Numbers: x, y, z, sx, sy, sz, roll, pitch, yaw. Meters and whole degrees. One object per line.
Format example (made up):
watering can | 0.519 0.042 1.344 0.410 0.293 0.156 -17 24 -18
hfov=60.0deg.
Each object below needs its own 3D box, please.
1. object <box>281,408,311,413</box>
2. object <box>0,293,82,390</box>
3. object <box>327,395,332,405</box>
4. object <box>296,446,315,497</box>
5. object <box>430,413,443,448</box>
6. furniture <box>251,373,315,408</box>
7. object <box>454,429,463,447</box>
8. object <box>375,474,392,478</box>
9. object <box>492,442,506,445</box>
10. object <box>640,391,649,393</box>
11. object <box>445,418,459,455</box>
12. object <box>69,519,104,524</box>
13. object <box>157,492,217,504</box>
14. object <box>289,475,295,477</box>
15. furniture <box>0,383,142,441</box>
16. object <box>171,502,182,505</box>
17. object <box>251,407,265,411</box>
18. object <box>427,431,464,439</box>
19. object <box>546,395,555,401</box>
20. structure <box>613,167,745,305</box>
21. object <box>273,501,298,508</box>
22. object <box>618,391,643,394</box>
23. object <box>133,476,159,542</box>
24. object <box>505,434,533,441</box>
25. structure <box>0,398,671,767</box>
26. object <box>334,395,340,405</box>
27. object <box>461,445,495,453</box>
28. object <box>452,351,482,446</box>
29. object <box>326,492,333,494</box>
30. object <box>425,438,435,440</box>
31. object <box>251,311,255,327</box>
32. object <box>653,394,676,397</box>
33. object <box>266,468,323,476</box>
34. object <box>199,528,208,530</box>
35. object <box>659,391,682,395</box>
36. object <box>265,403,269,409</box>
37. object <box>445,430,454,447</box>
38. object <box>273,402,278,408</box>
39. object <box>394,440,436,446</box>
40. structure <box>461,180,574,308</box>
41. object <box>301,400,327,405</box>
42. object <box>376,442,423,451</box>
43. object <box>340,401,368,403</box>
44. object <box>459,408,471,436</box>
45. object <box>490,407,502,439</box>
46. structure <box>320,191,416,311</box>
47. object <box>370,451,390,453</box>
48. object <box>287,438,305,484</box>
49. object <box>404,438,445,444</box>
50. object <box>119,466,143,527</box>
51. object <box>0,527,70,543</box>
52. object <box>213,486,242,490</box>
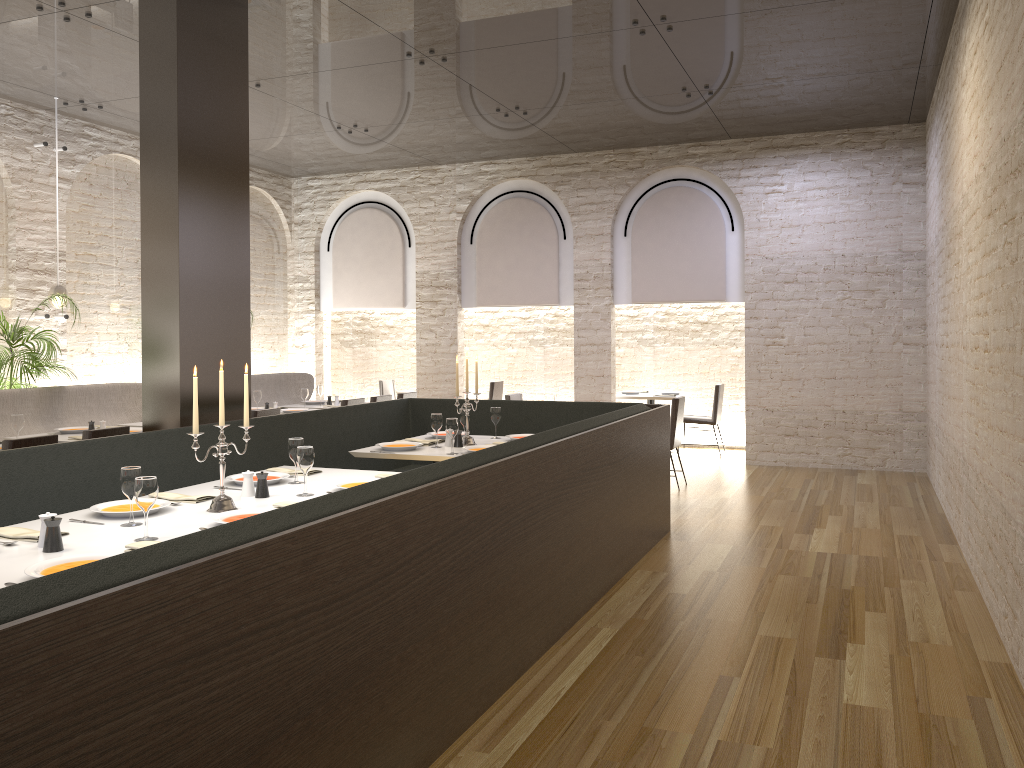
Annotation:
object | -2.222 0.278 9.063 0.322 0.036 0.322 -2 3 -31
object | -4.542 0.140 8.071 1.145 1.974 1.188 -1 1 -28
object | -2.095 0.184 10.169 0.059 0.109 0.059 -1 1 -33
object | -0.978 0.412 4.193 0.086 0.231 0.086 0 1 34
object | -0.514 0.318 6.044 0.086 0.231 0.086 -1 1 -32
furniture | -2.906 0.458 10.098 0.707 1.097 2.587 0 2 22
object | -0.367 0.373 6.068 0.069 0.126 0.069 -1 1 -26
object | -0.566 0.493 4.651 0.273 0.033 0.143 1 3 22
object | 0.017 0.418 6.109 0.273 0.033 0.143 1 3 22
object | 1.730 0.109 12.172 0.273 0.033 0.143 1 3 22
object | -0.383 0.335 5.682 0.086 0.231 0.086 -1 1 -32
object | -1.716 0.556 3.580 0.185 0.010 0.017 1 2 22
object | -1.524 0.526 4.108 0.273 0.033 0.143 1 3 22
object | -1.236 0.491 4.778 0.181 0.015 0.038 1 3 23
furniture | -4.272 0.635 6.685 0.709 1.096 4.479 0 3 22
object | -1.555 0.533 3.980 0.181 0.015 0.038 1 3 23
object | -2.720 0.271 9.265 0.322 0.036 0.322 -2 3 -31
object | -0.479 0.387 6.648 0.322 0.036 0.322 1 3 17
object | 0.348 0.214 8.045 0.086 0.231 0.086 -1 1 -38
structure | 2.039 -1.829 10.900 1.633 1.674 0.098 0 1 22
object | -0.885 0.534 3.853 0.273 0.033 0.143 1 3 22
object | 1.587 0.118 11.862 0.321 0.036 0.322 -2 3 -33
object | -1.349 0.460 3.267 0.086 0.231 0.086 -1 1 -26
object | 0.109 0.395 6.410 0.321 0.036 0.322 -1 3 -20
structure | -1.864 0.882 2.350 2.372 1.000 10.757 1 3 22
object | -2.013 0.182 10.185 0.059 0.109 0.059 -1 1 -33
object | -0.168 0.431 5.718 0.321 0.036 0.322 0 3 -2
object | -0.313 0.096 6.186 0.131 0.656 0.390 0 1 33
object | -0.795 0.519 4.161 0.181 0.015 0.038 1 3 23
object | -0.553 0.406 6.486 0.185 0.010 0.017 1 2 22
object | -3.613 0.022 10.352 1.145 1.974 1.189 0 1 2
object | 1.950 0.149 11.327 0.273 0.033 0.143 1 3 22
object | -1.205 0.484 4.906 0.273 0.033 0.143 1 3 22
object | -1.114 0.561 3.363 0.181 0.015 0.038 1 3 23
object | 2.085 0.125 11.660 0.321 0.036 0.322 -2 3 -33
object | -2.519 0.238 9.110 0.059 0.109 0.059 -1 1 -33
object | -0.433 0.371 6.120 0.069 0.126 0.069 -1 1 -26
object | -2.437 0.237 9.127 0.059 0.109 0.059 -1 1 -33
object | -0.677 0.416 6.227 0.273 0.033 0.143 1 3 22
structure | 0.071 -1.856 11.688 1.633 1.674 0.098 0 1 22
object | -2.297 0.217 10.323 0.322 0.036 0.322 -2 3 -31
object | -0.757 0.423 5.955 0.321 0.036 0.322 0 3 -2
object | -1.799 0.224 10.122 0.322 0.036 0.322 -2 3 -31
object | -0.345 0.296 6.466 0.086 0.231 0.086 -1 1 -32
object | -0.120 0.289 6.578 0.086 0.231 0.086 0 1 -8
structure | -2.028 -1.885 12.527 1.633 1.674 0.098 0 1 22
object | -0.841 0.443 5.767 0.185 0.010 0.017 1 2 22
object | -1.110 0.395 4.555 0.086 0.231 0.086 0 1 34
object | -0.620 0.409 6.370 0.273 0.033 0.143 1 3 22
object | -1.518 0.448 3.534 0.086 0.231 0.086 0 1 22
object | -1.830 0.565 3.344 0.273 0.033 0.143 1 3 22
object | -1.397 0.515 4.378 0.185 0.010 0.017 1 2 22
